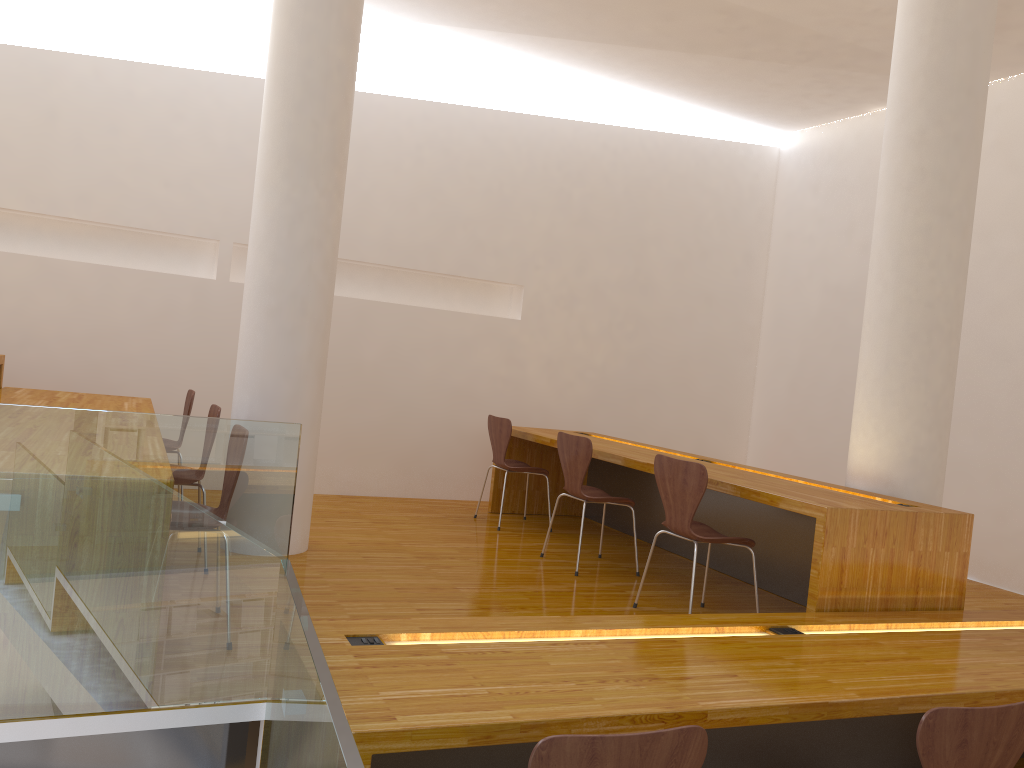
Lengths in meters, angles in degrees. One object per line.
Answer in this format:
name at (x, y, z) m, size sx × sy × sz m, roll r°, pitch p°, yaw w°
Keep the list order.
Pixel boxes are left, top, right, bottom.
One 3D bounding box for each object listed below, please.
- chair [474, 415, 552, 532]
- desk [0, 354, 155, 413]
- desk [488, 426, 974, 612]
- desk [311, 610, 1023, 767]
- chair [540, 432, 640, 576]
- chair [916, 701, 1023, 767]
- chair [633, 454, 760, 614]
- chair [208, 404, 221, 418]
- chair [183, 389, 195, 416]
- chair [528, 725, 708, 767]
chair at (0.037, 0.568, 5.738) m, size 0.381 × 0.693 × 0.428 m, roll 6°, pitch 1°, yaw -23°
desk at (-2.224, 0.311, 3.472) m, size 1.527 × 0.785 × 3.243 m, roll 6°, pitch 1°, yaw -23°
desk at (0.836, 0.702, 4.842) m, size 0.760 × 0.606 × 3.185 m, roll 6°, pitch 1°, yaw -23°
desk at (0.953, 1.119, 2.745) m, size 3.185 × 0.606 × 0.760 m, roll 6°, pitch 1°, yaw -23°
chair at (0.442, 0.623, 4.696) m, size 0.381 × 0.693 × 0.428 m, roll 6°, pitch 1°, yaw -23°
chair at (1.004, 1.082, 2.233) m, size 0.428 × 0.693 × 0.381 m, roll 6°, pitch 1°, yaw -23°
chair at (0.823, 0.674, 3.804) m, size 0.381 × 0.693 × 0.428 m, roll 6°, pitch 1°, yaw -23°
chair at (-1.500, 0.428, 3.853) m, size 0.381 × 0.693 × 0.428 m, roll 6°, pitch 1°, yaw -23°
chair at (-1.974, 0.366, 4.865) m, size 0.381 × 0.693 × 0.428 m, roll 6°, pitch 1°, yaw -23°
chair at (0.116, 0.993, 1.848) m, size 0.428 × 0.693 × 0.381 m, roll 6°, pitch 1°, yaw -23°
